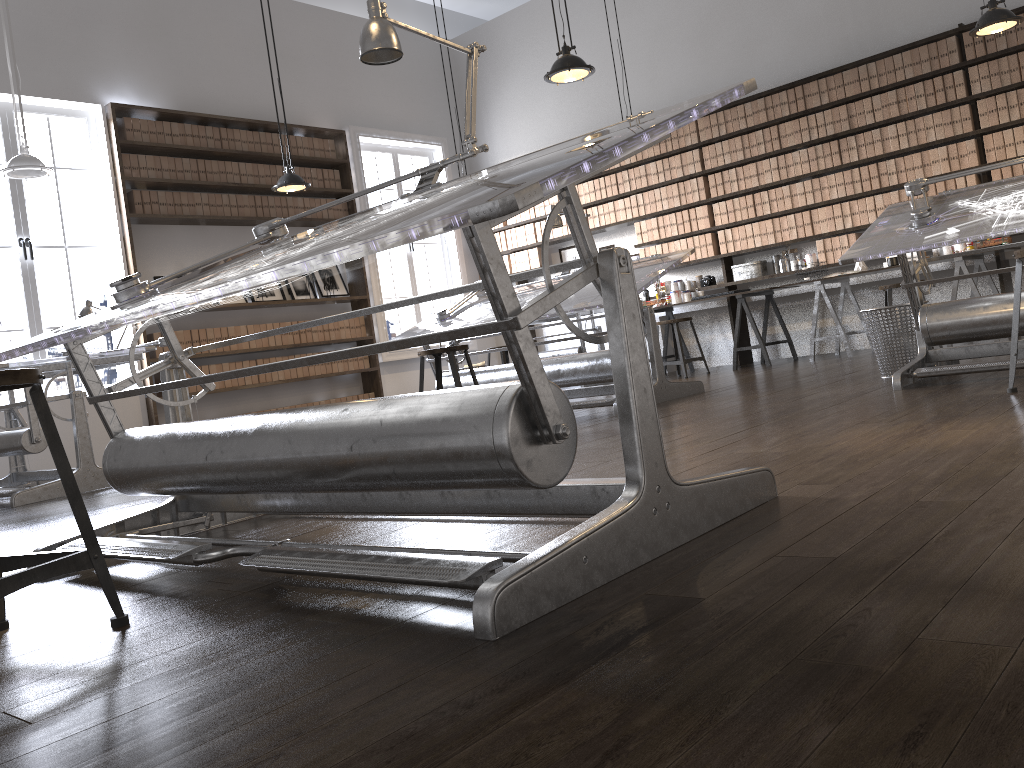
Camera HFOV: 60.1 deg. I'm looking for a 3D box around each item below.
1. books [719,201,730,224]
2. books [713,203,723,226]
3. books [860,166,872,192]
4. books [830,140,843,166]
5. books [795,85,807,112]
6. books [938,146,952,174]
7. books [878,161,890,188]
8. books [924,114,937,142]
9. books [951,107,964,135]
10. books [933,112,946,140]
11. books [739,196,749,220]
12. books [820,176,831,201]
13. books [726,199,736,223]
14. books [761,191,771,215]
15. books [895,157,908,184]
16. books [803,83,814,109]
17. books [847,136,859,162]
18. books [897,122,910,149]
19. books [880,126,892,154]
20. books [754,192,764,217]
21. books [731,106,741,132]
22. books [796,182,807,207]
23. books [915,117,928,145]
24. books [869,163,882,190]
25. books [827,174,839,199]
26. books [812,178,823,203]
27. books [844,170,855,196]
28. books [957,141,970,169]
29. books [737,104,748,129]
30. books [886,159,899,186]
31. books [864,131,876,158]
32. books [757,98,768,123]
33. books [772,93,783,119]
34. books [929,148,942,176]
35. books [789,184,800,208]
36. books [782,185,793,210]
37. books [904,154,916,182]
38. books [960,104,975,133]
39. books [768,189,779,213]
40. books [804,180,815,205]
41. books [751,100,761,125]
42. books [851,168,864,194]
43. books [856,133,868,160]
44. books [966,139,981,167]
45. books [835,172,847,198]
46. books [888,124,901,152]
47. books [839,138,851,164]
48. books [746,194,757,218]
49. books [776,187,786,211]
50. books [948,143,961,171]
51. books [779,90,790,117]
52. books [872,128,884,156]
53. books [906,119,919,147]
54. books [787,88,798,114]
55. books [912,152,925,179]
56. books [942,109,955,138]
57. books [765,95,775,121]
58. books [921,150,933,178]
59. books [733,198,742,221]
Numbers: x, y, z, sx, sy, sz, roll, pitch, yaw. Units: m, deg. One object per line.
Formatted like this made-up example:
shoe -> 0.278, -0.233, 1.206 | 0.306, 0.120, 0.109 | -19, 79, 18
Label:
books -> 2.056, -1.619, 8.419 | 0.066, 0.226, 0.175 | -9, -1, 41
books -> 2.004, -1.613, 8.469 | 0.066, 0.226, 0.175 | -9, -1, 41
books -> 3.049, -1.740, 7.555 | 0.066, 0.226, 0.175 | -9, -1, 41
books -> 2.847, -1.994, 7.695 | 0.066, 0.226, 0.175 | -9, -1, 41
books -> 2.591, -2.520, 7.860 | 0.066, 0.226, 0.175 | -9, -1, 41
books -> 3.511, -1.796, 7.141 | 0.066, 0.226, 0.175 | -9, -1, 41
books -> 3.160, -1.753, 7.458 | 0.066, 0.226, 0.175 | -9, -1, 41
books -> 3.420, -2.064, 7.194 | 0.066, 0.226, 0.175 | -9, -1, 41
books -> 3.571, -2.082, 7.062 | 0.066, 0.226, 0.175 | -9, -1, 41
books -> 3.472, -2.070, 7.144 | 0.066, 0.226, 0.175 | -9, -1, 41
books -> 2.210, -1.638, 8.293 | 0.066, 0.226, 0.175 | -9, -1, 41
books -> 2.786, -1.708, 7.787 | 0.066, 0.226, 0.175 | -9, -1, 41
books -> 2.110, -1.625, 8.372 | 0.066, 0.226, 0.175 | -9, -1, 41
books -> 2.371, -1.657, 8.145 | 0.066, 0.226, 0.175 | -9, -1, 41
books -> 3.265, -1.766, 7.364 | 0.066, 0.226, 0.175 | -9, -1, 41
books -> 2.650, -2.527, 7.815 | 0.066, 0.226, 0.175 | -9, -1, 41
books -> 2.956, -2.008, 7.600 | 0.066, 0.226, 0.175 | -9, -1, 41
books -> 3.262, -2.045, 7.330 | 0.066, 0.226, 0.175 | -9, -1, 41
books -> 3.164, -2.033, 7.421 | 0.066, 0.226, 0.175 | -9, -1, 41
books -> 2.321, -1.651, 8.195 | 0.066, 0.226, 0.175 | -9, -1, 41
books -> 2.127, -2.464, 8.274 | 0.066, 0.226, 0.175 | -9, -1, 41
books -> 2.625, -1.688, 7.924 | 0.066, 0.226, 0.175 | -9, -1, 41
books -> 3.370, -2.058, 7.243 | 0.066, 0.226, 0.175 | -9, -1, 41
books -> 3.100, -1.746, 7.503 | 0.066, 0.226, 0.175 | -9, -1, 41
books -> 2.835, -1.714, 7.739 | 0.066, 0.226, 0.175 | -9, -1, 41
books -> 2.732, -1.701, 7.832 | 0.066, 0.226, 0.175 | -9, -1, 41
books -> 2.941, -1.726, 7.641 | 0.066, 0.226, 0.175 | -9, -1, 41
books -> 3.619, -1.809, 7.054 | 0.066, 0.226, 0.175 | -9, -1, 41
books -> 2.176, -2.470, 8.225 | 0.066, 0.226, 0.175 | -9, -1, 41
books -> 3.210, -1.759, 7.407 | 0.066, 0.226, 0.175 | -9, -1, 41
books -> 3.065, -2.021, 7.510 | 0.066, 0.226, 0.175 | -9, -1, 41
books -> 2.326, -2.488, 8.092 | 0.066, 0.226, 0.175 | -9, -1, 41
books -> 2.433, -2.501, 8.006 | 0.066, 0.226, 0.175 | -9, -1, 41
books -> 3.463, -1.790, 7.186 | 0.066, 0.226, 0.175 | -9, -1, 41
books -> 2.579, -1.683, 7.966 | 0.066, 0.226, 0.175 | -9, -1, 41
books -> 2.526, -1.676, 8.006 | 0.066, 0.226, 0.175 | -9, -1, 41
books -> 3.318, -1.772, 7.318 | 0.066, 0.226, 0.175 | -9, -1, 41
books -> 3.624, -2.089, 7.017 | 0.066, 0.226, 0.175 | -9, -1, 41
books -> 2.427, -1.664, 8.102 | 0.066, 0.226, 0.175 | -9, -1, 41
books -> 2.677, -1.694, 7.875 | 0.066, 0.226, 0.175 | -9, -1, 41
books -> 2.279, -2.482, 8.139 | 0.066, 0.226, 0.175 | -9, -1, 41
books -> 2.991, -1.733, 7.603 | 0.066, 0.226, 0.175 | -9, -1, 41
books -> 3.012, -2.015, 7.557 | 0.066, 0.226, 0.175 | -9, -1, 41
books -> 3.663, -1.814, 7.006 | 0.066, 0.226, 0.175 | -9, -1, 41
books -> 2.887, -1.720, 7.689 | 0.066, 0.226, 0.175 | -9, -1, 41
books -> 3.210, -2.038, 7.379 | 0.066, 0.226, 0.175 | -9, -1, 41
books -> 2.906, -2.002, 7.650 | 0.066, 0.226, 0.175 | -9, -1, 41
books -> 2.262, -1.644, 8.240 | 0.066, 0.226, 0.175 | -9, -1, 41
books -> 2.480, -1.671, 8.055 | 0.066, 0.226, 0.175 | -9, -1, 41
books -> 3.566, -1.803, 7.098 | 0.066, 0.226, 0.175 | -9, -1, 41
books -> 2.483, -2.507, 7.956 | 0.066, 0.226, 0.175 | -9, -1, 41
books -> 3.111, -2.026, 7.462 | 0.066, 0.226, 0.175 | -9, -1, 41
books -> 3.317, -2.052, 7.287 | 0.066, 0.226, 0.175 | -9, -1, 41
books -> 2.539, -2.514, 7.913 | 0.066, 0.226, 0.175 | -9, -1, 41
books -> 3.364, -1.778, 7.269 | 0.066, 0.226, 0.175 | -9, -1, 41
books -> 3.521, -2.076, 7.100 | 0.066, 0.226, 0.175 | -9, -1, 41
books -> 2.380, -2.494, 8.052 | 0.066, 0.226, 0.175 | -9, -1, 41
books -> 3.417, -1.784, 7.229 | 0.066, 0.226, 0.175 | -9, -1, 41
books -> 2.160, -1.632, 8.334 | 0.066, 0.226, 0.175 | -9, -1, 41
